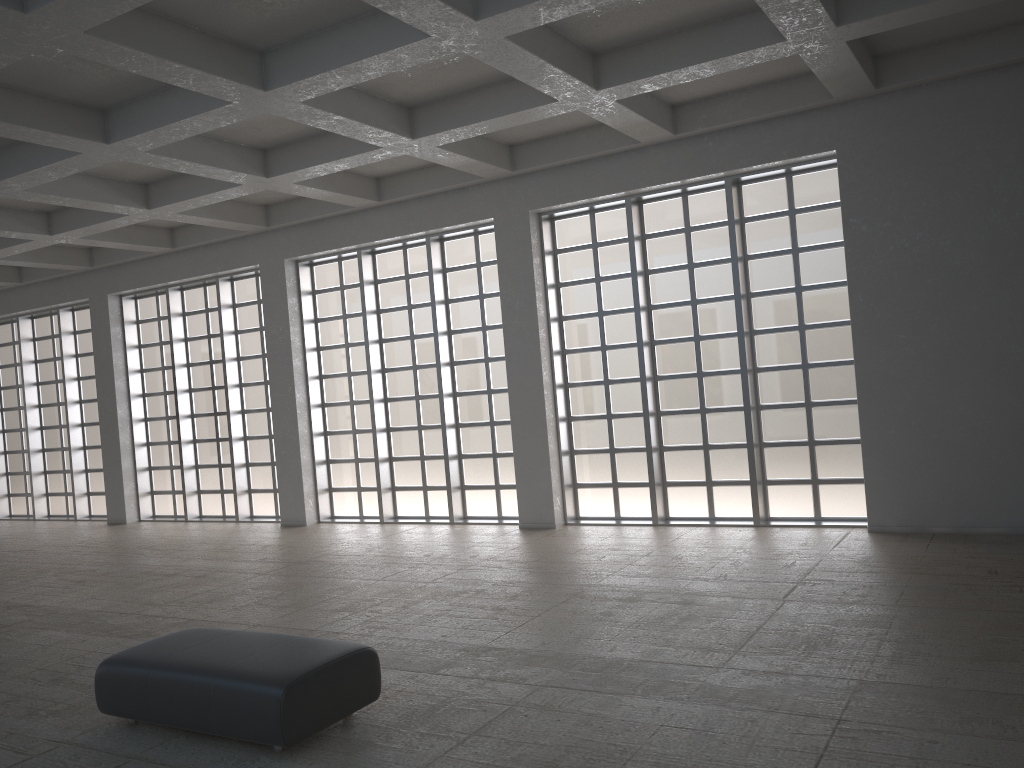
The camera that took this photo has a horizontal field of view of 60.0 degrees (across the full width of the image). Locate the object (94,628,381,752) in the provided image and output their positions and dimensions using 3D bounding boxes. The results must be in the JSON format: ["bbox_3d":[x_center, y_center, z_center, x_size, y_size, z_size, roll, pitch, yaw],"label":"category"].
[{"bbox_3d":[-3.174,3.433,10.226,3.044,0.828,1.616,-5,0,31],"label":"object"}]
